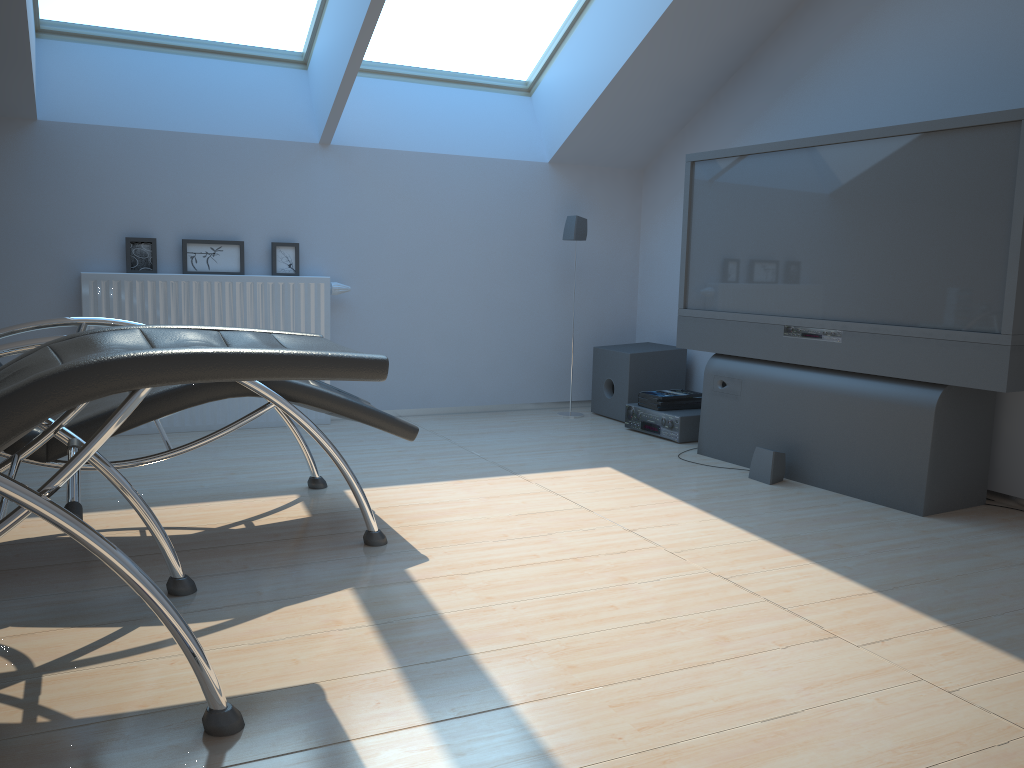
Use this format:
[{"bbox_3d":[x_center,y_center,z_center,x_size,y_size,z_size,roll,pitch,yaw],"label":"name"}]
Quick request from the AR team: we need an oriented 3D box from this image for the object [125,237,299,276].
[{"bbox_3d":[-1.518,-0.646,4.546,0.846,0.180,0.030,-2,8,-26],"label":"object"}]

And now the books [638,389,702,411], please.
[{"bbox_3d":[0.015,0.410,2.765,1.045,0.222,4.790,6,9,31],"label":"books"}]

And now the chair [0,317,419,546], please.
[{"bbox_3d":[-1.295,-0.138,2.723,1.938,1.251,0.836,-2,8,-26],"label":"chair"}]

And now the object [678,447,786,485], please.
[{"bbox_3d":[0.993,0.275,4.283,0.394,0.141,1.163,2,8,3],"label":"object"}]

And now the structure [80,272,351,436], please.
[{"bbox_3d":[-1.488,-0.164,4.600,1.324,0.800,0.120,-2,8,-26],"label":"structure"}]

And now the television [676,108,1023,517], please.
[{"bbox_3d":[1.398,-0.309,3.800,0.400,1.446,1.686,-3,9,-31],"label":"television"}]

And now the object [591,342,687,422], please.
[{"bbox_3d":[0.752,-0.020,5.299,0.401,0.424,0.400,-2,8,-26],"label":"object"}]

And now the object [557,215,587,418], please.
[{"bbox_3d":[0.365,-0.395,5.250,0.158,1.181,0.160,-2,8,-26],"label":"object"}]

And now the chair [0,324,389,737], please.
[{"bbox_3d":[-1.334,0.153,1.653,2.114,0.953,0.836,-2,8,-26],"label":"chair"}]

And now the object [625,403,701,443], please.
[{"bbox_3d":[0.885,0.198,4.800,0.358,0.138,0.450,-3,9,-31],"label":"object"}]
